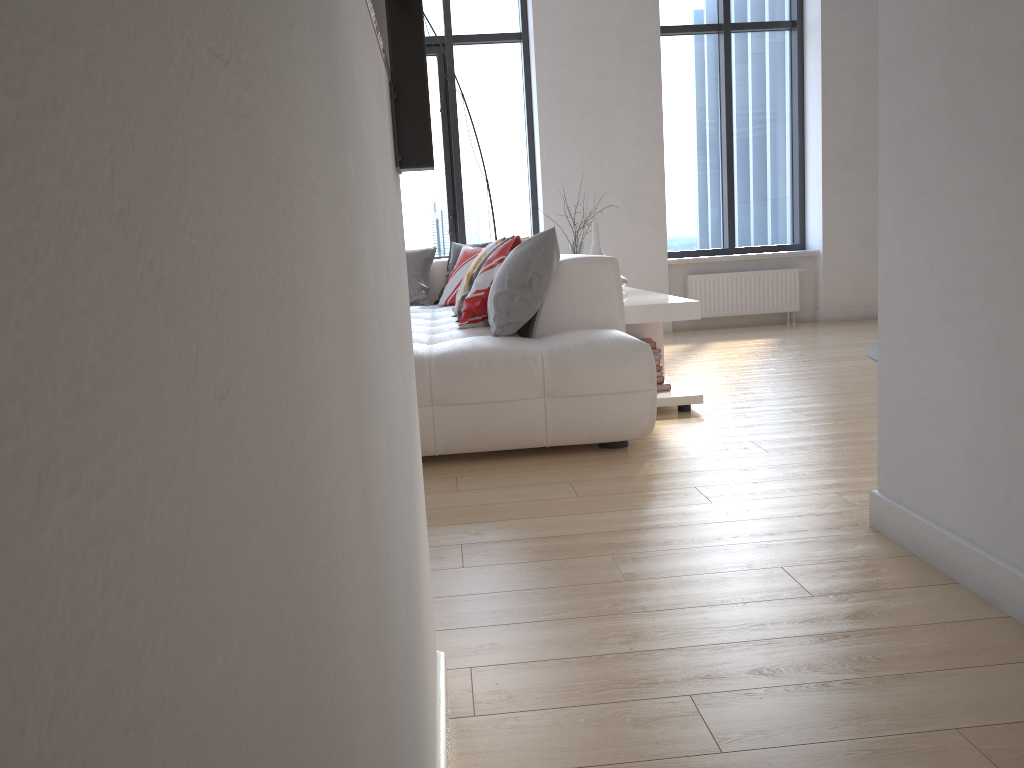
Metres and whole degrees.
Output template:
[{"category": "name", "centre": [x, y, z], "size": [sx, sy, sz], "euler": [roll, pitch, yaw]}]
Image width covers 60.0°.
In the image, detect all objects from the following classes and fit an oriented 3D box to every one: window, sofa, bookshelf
[{"category": "window", "centre": [-0.477, -2.141, 7.349], "size": [1.310, 2.402, 0.170], "euler": [-4, 9, -4]}, {"category": "sofa", "centre": [-0.898, -0.269, 4.837], "size": [2.614, 0.732, 3.424], "euler": [-4, 9, -4]}, {"category": "window", "centre": [1.811, -2.306, 7.512], "size": [1.310, 2.402, 0.170], "euler": [-4, 9, -4]}, {"category": "bookshelf", "centre": [0.565, -0.299, 5.215], "size": [0.356, 0.500, 2.600], "euler": [-4, 9, -4]}]

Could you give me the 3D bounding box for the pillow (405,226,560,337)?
[{"category": "pillow", "centre": [-0.429, -0.573, 4.824], "size": [0.647, 0.453, 2.953], "euler": [-6, 9, -16]}]

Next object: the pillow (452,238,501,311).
[{"category": "pillow", "centre": [-0.955, -0.660, 5.601], "size": [2.156, 0.456, 0.580], "euler": [0, 10, 22]}]

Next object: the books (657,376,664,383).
[{"category": "books", "centre": [0.606, -0.034, 4.284], "size": [0.206, 0.034, 0.259], "euler": [-4, 9, -1]}]

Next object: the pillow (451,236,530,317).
[{"category": "pillow", "centre": [-0.689, -0.631, 5.427], "size": [2.095, 0.440, 0.630], "euler": [5, 12, 42]}]

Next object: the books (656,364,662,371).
[{"category": "books", "centre": [0.604, -0.089, 4.277], "size": [0.182, 0.025, 0.257], "euler": [-4, 9, -4]}]

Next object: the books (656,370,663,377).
[{"category": "books", "centre": [0.613, -0.063, 4.271], "size": [0.187, 0.026, 0.266], "euler": [-3, 9, 1]}]

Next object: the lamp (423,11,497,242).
[{"category": "lamp", "centre": [-0.375, -1.437, 5.900], "size": [0.710, 2.647, 3.199], "euler": [2, 10, 31]}]

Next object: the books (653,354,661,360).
[{"category": "books", "centre": [0.601, -0.141, 4.267], "size": [0.179, 0.028, 0.269], "euler": [-4, 9, -3]}]

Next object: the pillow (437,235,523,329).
[{"category": "pillow", "centre": [-0.105, -0.581, 4.947], "size": [0.575, 0.449, 2.250], "euler": [-5, 9, -7]}]

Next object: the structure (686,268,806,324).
[{"category": "structure", "centre": [1.964, -0.710, 7.431], "size": [1.015, 0.460, 0.110], "euler": [-4, 9, -4]}]

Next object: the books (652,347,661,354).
[{"category": "books", "centre": [0.596, -0.166, 4.262], "size": [0.178, 0.025, 0.254], "euler": [-4, 9, -5]}]

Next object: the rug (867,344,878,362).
[{"category": "rug", "centre": [3.358, -0.192, 5.022], "size": [2.499, 0.010, 2.499], "euler": [-9, 10, -31]}]

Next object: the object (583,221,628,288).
[{"category": "object", "centre": [0.483, -0.733, 5.109], "size": [0.319, 0.398, 0.316], "euler": [0, 9, 20]}]

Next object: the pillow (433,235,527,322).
[{"category": "pillow", "centre": [-0.141, -0.655, 5.264], "size": [0.608, 0.436, 2.120], "euler": [-5, 9, -8]}]

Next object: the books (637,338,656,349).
[{"category": "books", "centre": [0.603, -0.193, 4.265], "size": [0.152, 0.029, 0.206], "euler": [-3, 9, 2]}]

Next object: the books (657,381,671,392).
[{"category": "books", "centre": [0.617, 0.000, 4.274], "size": [0.227, 0.032, 0.301], "euler": [-4, 9, -4]}]

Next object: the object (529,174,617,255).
[{"category": "object", "centre": [0.482, -1.037, 5.933], "size": [0.607, 0.744, 0.406], "euler": [3, 11, 35]}]

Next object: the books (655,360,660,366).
[{"category": "books", "centre": [0.587, -0.112, 4.267], "size": [0.191, 0.028, 0.261], "euler": [-4, 9, -4]}]
